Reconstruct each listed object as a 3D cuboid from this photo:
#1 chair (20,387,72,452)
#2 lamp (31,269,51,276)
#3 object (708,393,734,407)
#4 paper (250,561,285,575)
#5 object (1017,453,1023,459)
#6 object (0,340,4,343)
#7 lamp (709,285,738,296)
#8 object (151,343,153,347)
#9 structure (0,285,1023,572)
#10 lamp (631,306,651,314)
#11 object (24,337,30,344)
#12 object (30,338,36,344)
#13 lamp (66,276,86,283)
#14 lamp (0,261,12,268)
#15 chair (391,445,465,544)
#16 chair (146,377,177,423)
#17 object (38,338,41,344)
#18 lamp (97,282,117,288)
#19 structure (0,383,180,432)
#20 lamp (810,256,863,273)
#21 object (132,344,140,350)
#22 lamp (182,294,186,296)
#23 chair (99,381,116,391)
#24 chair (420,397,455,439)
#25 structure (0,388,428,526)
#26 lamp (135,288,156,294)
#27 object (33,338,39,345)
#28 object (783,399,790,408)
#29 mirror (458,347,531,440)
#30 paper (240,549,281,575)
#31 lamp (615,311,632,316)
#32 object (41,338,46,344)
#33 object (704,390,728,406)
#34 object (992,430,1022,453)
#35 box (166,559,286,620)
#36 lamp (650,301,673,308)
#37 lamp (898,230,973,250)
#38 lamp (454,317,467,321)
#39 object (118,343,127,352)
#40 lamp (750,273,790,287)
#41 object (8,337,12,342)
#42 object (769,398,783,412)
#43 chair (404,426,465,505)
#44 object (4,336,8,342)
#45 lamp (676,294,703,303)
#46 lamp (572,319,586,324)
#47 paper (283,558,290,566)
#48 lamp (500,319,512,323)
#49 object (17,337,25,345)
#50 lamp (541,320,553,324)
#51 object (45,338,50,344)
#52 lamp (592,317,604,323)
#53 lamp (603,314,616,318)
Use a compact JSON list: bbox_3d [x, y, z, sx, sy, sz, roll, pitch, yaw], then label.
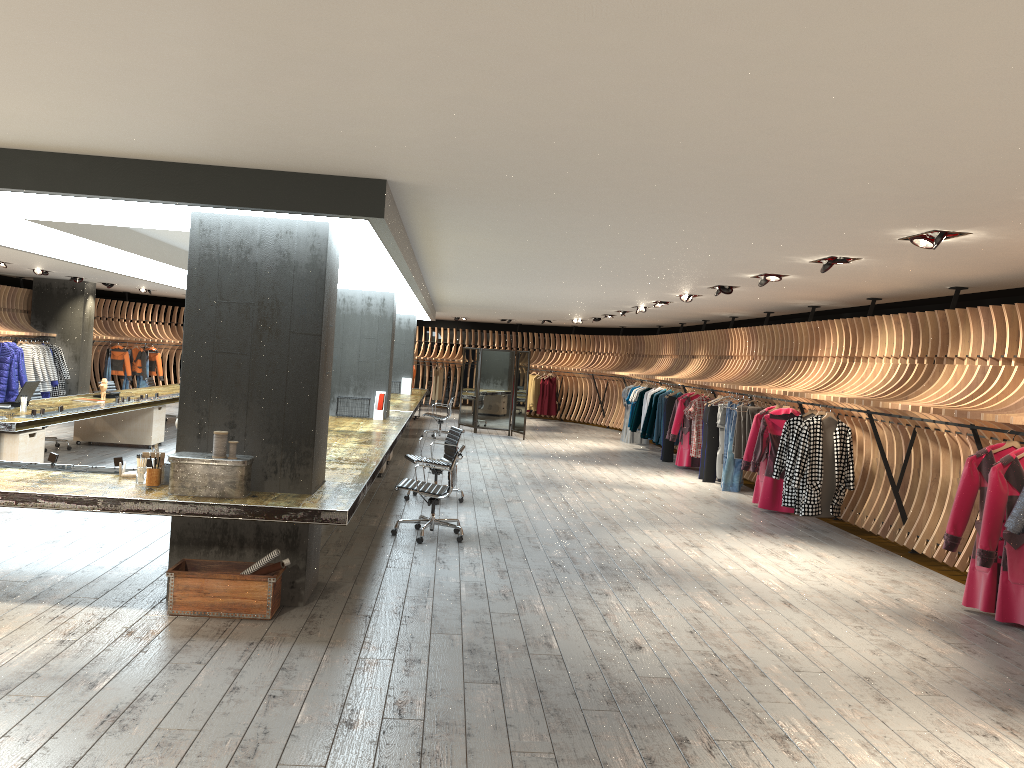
[{"bbox_3d":[-6.494,0.485,12.394,0.667,0.859,0.694,4,1,-13],"label":"chair"},{"bbox_3d":[-9.039,-2.223,17.019,0.269,0.286,0.493,4,1,-4],"label":"lamp"},{"bbox_3d":[3.329,0.239,13.845,0.525,0.270,0.012,4,1,-4],"label":"object"},{"bbox_3d":[-1.766,1.251,5.575,0.723,0.365,0.047,4,1,15],"label":"paper"},{"bbox_3d":[3.850,0.505,6.500,0.523,0.291,0.015,4,1,6],"label":"object"},{"bbox_3d":[-10.142,-0.796,17.581,0.523,0.292,0.012,4,1,-4],"label":"object"},{"bbox_3d":[2.611,-1.230,10.937,0.269,0.291,0.493,4,1,-4],"label":"lamp"},{"bbox_3d":[-9.595,-0.952,23.654,0.525,0.270,0.012,5,1,26],"label":"object"},{"bbox_3d":[-3.011,-0.055,9.799,14.880,2.439,36.569,4,2,-4],"label":"structure"},{"bbox_3d":[2.285,-1.391,15.710,0.269,0.301,0.493,4,1,-4],"label":"lamp"},{"bbox_3d":[-10.168,-0.822,18.600,0.518,0.313,0.012,4,1,-4],"label":"object"},{"bbox_3d":[-10.186,-0.831,18.862,0.518,0.313,0.012,4,1,-4],"label":"object"},{"bbox_3d":[-9.147,-2.275,18.610,0.269,0.292,0.493,4,1,-4],"label":"lamp"},{"bbox_3d":[-8.930,-2.164,15.428,0.269,0.294,0.493,4,1,-4],"label":"lamp"},{"bbox_3d":[-0.776,1.003,8.326,0.667,0.859,0.693,4,1,-8],"label":"chair"},{"bbox_3d":[-6.802,0.319,17.239,0.667,0.859,0.694,4,1,-18],"label":"chair"},{"bbox_3d":[-10.268,-0.868,19.235,0.525,0.270,0.012,4,1,-4],"label":"object"},{"bbox_3d":[-9.197,-2.326,20.202,0.269,0.292,0.493,4,1,2],"label":"lamp"},{"bbox_3d":[-5.843,0.493,13.912,1.162,0.844,10.455,4,2,-4],"label":"structure"},{"bbox_3d":[2.828,-1.118,7.755,0.269,0.295,0.493,4,1,-4],"label":"lamp"},{"bbox_3d":[-9.819,-0.950,23.160,0.525,0.270,0.012,4,1,16],"label":"object"},{"bbox_3d":[-8.364,-2.358,23.233,0.269,0.293,0.492,5,2,28],"label":"lamp"},{"bbox_3d":[-6.642,0.396,15.035,0.667,0.859,0.693,4,1,-8],"label":"chair"},{"bbox_3d":[-1.475,0.672,17.800,0.667,0.859,0.693,4,1,-8],"label":"chair"},{"bbox_3d":[-4.001,0.623,13.825,4.835,0.844,18.483,4,2,-4],"label":"structure"},{"bbox_3d":[-8.985,-2.356,21.773,0.269,0.296,0.492,4,1,16],"label":"lamp"},{"bbox_3d":[-10.198,-0.837,19.040,0.518,0.313,0.012,4,1,-4],"label":"object"},{"bbox_3d":[3.481,0.330,11.252,0.525,0.270,0.012,5,1,26],"label":"object"},{"bbox_3d":[-0.387,0.173,19.629,2.113,1.891,0.443,5,1,37],"label":"mirror"},{"bbox_3d":[-1.722,1.227,5.542,0.572,0.460,0.043,4,1,13],"label":"paper"},{"bbox_3d":[2.177,-1.453,17.300,0.269,0.286,0.493,4,1,-4],"label":"lamp"},{"bbox_3d":[-10.226,-0.840,19.398,0.516,0.316,0.012,4,1,-4],"label":"object"},{"bbox_3d":[3.305,0.231,14.057,0.525,0.270,0.012,5,1,36],"label":"object"},{"bbox_3d":[3.825,0.485,6.772,0.525,0.270,0.012,5,1,26],"label":"object"},{"bbox_3d":[-1.810,1.304,5.625,0.664,0.282,0.342,4,1,-4],"label":"box"},{"bbox_3d":[2.394,-1.338,14.119,0.269,0.296,0.493,4,1,-4],"label":"lamp"},{"bbox_3d":[2.936,-1.064,6.164,0.269,0.294,0.493,4,1,-4],"label":"lamp"},{"bbox_3d":[-1.472,-1.948,25.486,0.493,0.292,0.269,5,1,29],"label":"lamp"},{"bbox_3d":[-10.034,-0.951,22.608,0.525,0.270,0.012,4,1,11],"label":"object"},{"bbox_3d":[2.719,-1.174,9.346,0.269,0.294,0.493,4,1,-4],"label":"lamp"},{"bbox_3d":[-10.146,-0.819,17.901,0.525,0.270,0.012,4,1,-4],"label":"object"},{"bbox_3d":[3.494,0.321,11.576,0.525,0.270,0.012,4,1,16],"label":"object"},{"bbox_3d":[-0.925,0.931,10.398,0.667,0.859,0.694,3,1,-28],"label":"chair"},{"bbox_3d":[-10.118,-0.803,17.723,0.523,0.291,0.012,4,1,-4],"label":"object"},{"bbox_3d":[2.503,-1.289,12.527,0.269,0.284,0.493,4,1,-4],"label":"lamp"},{"bbox_3d":[1.641,-1.631,22.043,0.269,0.287,0.493,3,2,-24],"label":"lamp"},{"bbox_3d":[-1.726,1.252,5.601,0.624,0.290,0.041,3,1,-22],"label":"paper"},{"bbox_3d":[-0.139,-1.829,24.631,0.493,0.294,0.269,5,2,41],"label":"lamp"},{"bbox_3d":[-10.152,-0.814,18.365,0.518,0.313,0.012,4,1,-4],"label":"object"},{"bbox_3d":[0.924,-1.721,23.457,0.269,0.292,0.493,3,2,-36],"label":"lamp"},{"bbox_3d":[-10.242,-0.848,19.585,0.518,0.313,0.012,4,1,-4],"label":"object"},{"bbox_3d":[1.957,-1.561,20.482,0.269,0.291,0.493,4,1,-8],"label":"lamp"},{"bbox_3d":[2.068,-1.504,18.891,0.269,0.294,0.493,4,1,-4],"label":"lamp"}]
